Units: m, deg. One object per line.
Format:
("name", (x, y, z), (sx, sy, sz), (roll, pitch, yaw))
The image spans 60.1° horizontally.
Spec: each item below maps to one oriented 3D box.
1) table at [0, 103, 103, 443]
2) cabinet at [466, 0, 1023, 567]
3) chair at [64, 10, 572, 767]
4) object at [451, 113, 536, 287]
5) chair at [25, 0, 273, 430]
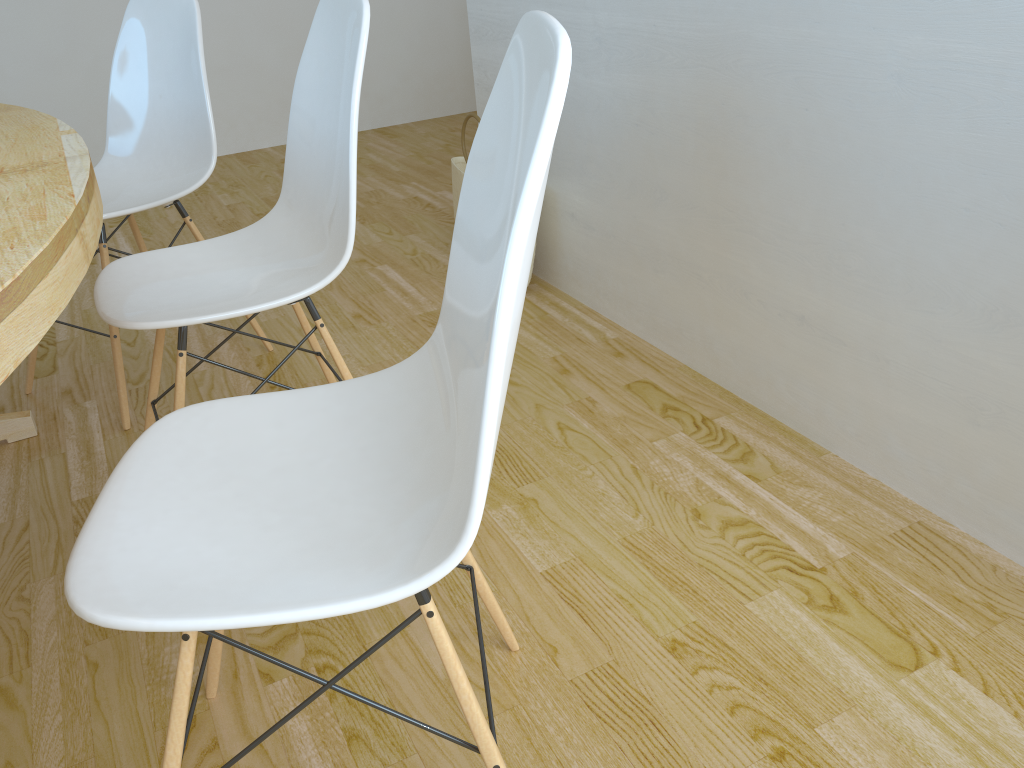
("table", (-1.118, 0.141, 1.207), (1.201, 0.708, 2.229), (-18, 30, -23))
("cabinet", (0.704, -0.473, 1.887), (0.604, 0.888, 2.445), (-16, 29, -22))
("chair", (-0.190, 0.112, 0.923), (0.523, 0.880, 0.440), (-7, 26, -5))
("object", (-0.365, -0.361, 2.299), (0.475, 0.490, 1.208), (17, 34, 37))
("chair", (-0.943, -0.444, 2.121), (0.432, 0.880, 0.533), (12, 30, 31))
